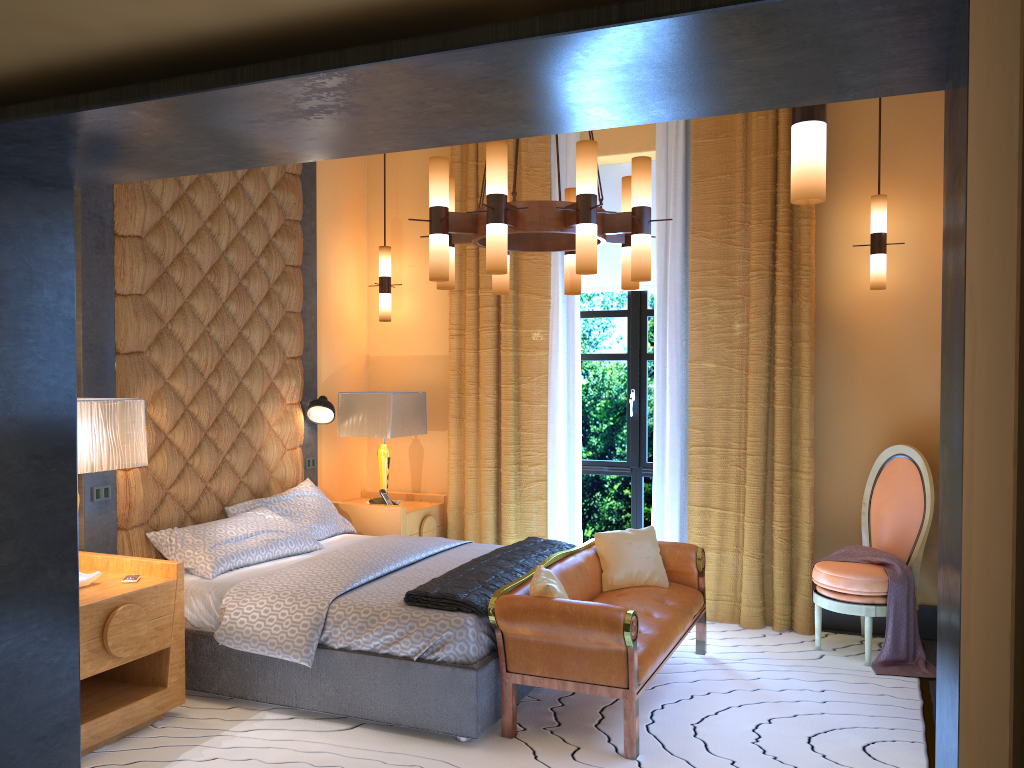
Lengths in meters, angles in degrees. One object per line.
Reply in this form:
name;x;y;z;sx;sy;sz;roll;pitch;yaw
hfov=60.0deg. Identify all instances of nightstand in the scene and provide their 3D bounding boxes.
nightstand;-0.892;1.141;6.198;0.720;0.690;0.680;0;1;23
nightstand;-1.909;1.147;3.784;0.720;0.700;0.708;0;1;23

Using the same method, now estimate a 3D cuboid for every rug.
rug;0.012;1.493;4.260;3.702;0.016;3.386;0;0;23

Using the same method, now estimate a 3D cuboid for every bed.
bed;-0.773;1.032;4.768;2.106;0.825;1.888;0;1;23

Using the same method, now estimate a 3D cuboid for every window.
window;0.852;-0.011;6.080;1.200;3.002;0.130;1;2;23

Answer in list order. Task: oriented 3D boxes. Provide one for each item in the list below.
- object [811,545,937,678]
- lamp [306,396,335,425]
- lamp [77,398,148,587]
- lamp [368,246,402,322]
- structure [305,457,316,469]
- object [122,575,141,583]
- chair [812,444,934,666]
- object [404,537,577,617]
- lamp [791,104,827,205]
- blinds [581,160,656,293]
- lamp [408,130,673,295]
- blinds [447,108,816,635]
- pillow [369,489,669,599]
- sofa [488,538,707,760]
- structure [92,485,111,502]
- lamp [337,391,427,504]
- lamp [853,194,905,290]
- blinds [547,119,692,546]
object;1.984;1.197;4.817;0.428;0.572;0.802;0;1;-20
lamp;-1.087;0.185;5.901;0.568;0.218;0.231;0;1;-20
lamp;-1.898;0.465;3.779;0.424;0.803;0.505;1;1;23
lamp;-0.906;-0.713;6.332;0.199;0.532;0.199;0;1;-22
structure;-1.343;0.527;5.906;0.016;0.071;0.103;1;1;23
object;-1.675;0.859;3.902;0.064;0.018;0.111;0;0;-12
chair;1.982;0.919;4.923;0.632;1.147;0.500;-1;2;-34
object;-0.029;0.930;4.446;0.405;0.105;1.460;0;0;23
lamp;0.773;-0.742;2.308;0.199;0.532;0.199;0;1;-22
blinds;0.849;-1.075;6.041;1.200;0.873;0.013;0;1;23
lamp;0.125;-1.538;4.039;1.141;2.169;1.140;-1;2;-45
blinds;0.682;-0.576;5.699;2.450;4.148;0.134;1;2;23
pillow;0.090;0.914;5.062;1.147;0.407;2.627;0;0;-26
sofa;0.499;1.174;4.318;0.650;0.640;1.614;0;1;23
structure;-2.007;0.534;4.331;0.016;0.071;0.103;1;1;23
lamp;-0.881;0.455;6.076;0.424;0.803;0.505;1;1;23
lamp;2.093;-0.807;5.064;0.199;0.532;0.199;0;1;-22
blinds;0.678;-0.554;5.791;2.050;4.078;0.236;1;2;20
